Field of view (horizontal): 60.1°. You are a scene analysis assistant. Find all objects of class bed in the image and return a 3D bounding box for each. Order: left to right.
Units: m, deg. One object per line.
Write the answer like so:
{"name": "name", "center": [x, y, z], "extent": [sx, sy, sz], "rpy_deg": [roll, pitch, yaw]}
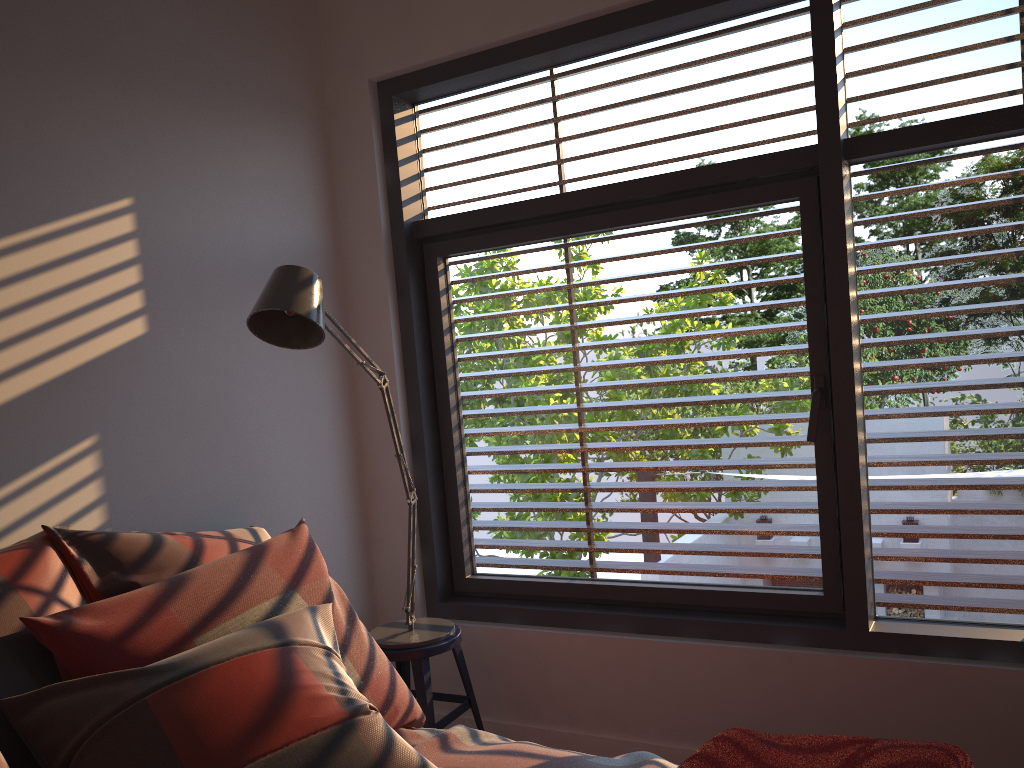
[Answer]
{"name": "bed", "center": [-0.237, 0.919, 1.289], "extent": [2.316, 0.772, 2.028], "rpy_deg": [-4, 2, 29]}

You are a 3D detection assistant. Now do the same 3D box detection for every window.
{"name": "window", "center": [0.790, -0.195, 2.633], "extent": [2.640, 1.947, 0.169], "rpy_deg": [-4, 4, 29]}

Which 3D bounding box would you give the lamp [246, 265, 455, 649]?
{"name": "lamp", "center": [-0.461, 0.251, 2.554], "extent": [0.279, 1.131, 0.785], "rpy_deg": [-3, 3, 21]}

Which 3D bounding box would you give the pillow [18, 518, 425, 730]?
{"name": "pillow", "center": [-0.860, 0.652, 1.523], "extent": [0.528, 0.553, 1.807], "rpy_deg": [-3, 2, 30]}

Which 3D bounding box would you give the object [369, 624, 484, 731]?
{"name": "object", "center": [-0.309, 1.042, 2.845], "extent": [0.342, 0.482, 0.337], "rpy_deg": [-3, 3, 27]}

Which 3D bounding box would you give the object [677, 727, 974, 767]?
{"name": "object", "center": [0.331, 0.945, 0.942], "extent": [0.684, 0.662, 2.634], "rpy_deg": [-3, 2, 30]}

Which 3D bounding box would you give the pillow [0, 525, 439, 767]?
{"name": "pillow", "center": [-0.789, 0.673, 1.578], "extent": [1.146, 0.736, 2.133], "rpy_deg": [-4, 2, 28]}
